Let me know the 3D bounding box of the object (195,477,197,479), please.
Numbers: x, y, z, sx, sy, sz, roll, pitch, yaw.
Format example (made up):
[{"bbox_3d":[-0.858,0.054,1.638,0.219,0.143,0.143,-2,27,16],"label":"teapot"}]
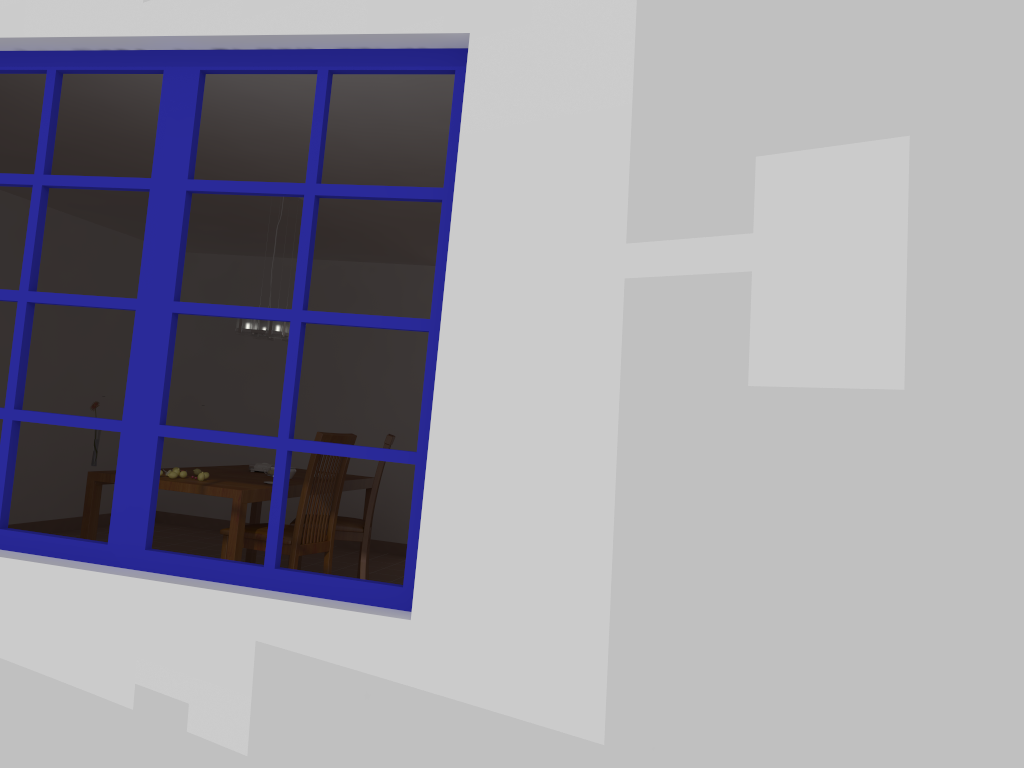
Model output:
[{"bbox_3d":[-1.704,0.507,4.779,0.014,0.012,0.014,5,-3,18],"label":"object"}]

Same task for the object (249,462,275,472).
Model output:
[{"bbox_3d":[-1.591,0.538,5.715,0.176,0.062,0.195,6,-3,-1],"label":"object"}]

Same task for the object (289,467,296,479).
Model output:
[{"bbox_3d":[-1.364,0.537,5.402,0.096,0.079,0.096,5,-3,9],"label":"object"}]

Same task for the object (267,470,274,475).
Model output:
[{"bbox_3d":[-1.478,0.546,5.470,0.060,0.033,0.048,5,-3,13],"label":"object"}]

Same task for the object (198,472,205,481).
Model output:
[{"bbox_3d":[-1.656,0.494,4.729,0.038,0.053,0.039,8,-4,-41],"label":"object"}]

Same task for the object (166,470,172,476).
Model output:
[{"bbox_3d":[-1.853,0.482,4.796,0.033,0.036,0.039,8,-3,-39],"label":"object"}]

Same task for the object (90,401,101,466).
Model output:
[{"bbox_3d":[-2.357,0.278,4.998,0.085,0.365,0.050,5,-3,11],"label":"object"}]

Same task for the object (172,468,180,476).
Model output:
[{"bbox_3d":[-1.806,0.476,4.765,0.039,0.049,0.039,4,-3,21],"label":"object"}]

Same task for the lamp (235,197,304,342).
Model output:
[{"bbox_3d":[-1.437,-0.734,5.451,0.304,0.919,0.304,5,-3,14],"label":"lamp"}]

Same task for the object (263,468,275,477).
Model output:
[{"bbox_3d":[-1.471,0.549,5.493,0.151,0.041,0.151,7,-3,-26],"label":"object"}]

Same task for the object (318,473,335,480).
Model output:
[{"bbox_3d":[-1.172,0.585,5.574,0.136,0.036,0.136,7,-3,-28],"label":"object"}]

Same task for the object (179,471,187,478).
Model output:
[{"bbox_3d":[-1.773,0.489,4.784,0.041,0.039,0.044,7,-3,-23],"label":"object"}]

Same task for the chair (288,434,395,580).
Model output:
[{"bbox_3d":[-1.074,0.823,5.582,0.574,1.063,0.444,6,-3,-6],"label":"chair"}]

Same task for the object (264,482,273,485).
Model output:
[{"bbox_3d":[-1.331,0.555,4.953,0.108,0.008,0.108,7,-3,-22],"label":"object"}]

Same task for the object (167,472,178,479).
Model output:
[{"bbox_3d":[-1.787,0.482,4.676,0.043,0.038,0.043,5,-3,3],"label":"object"}]

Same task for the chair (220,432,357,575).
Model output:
[{"bbox_3d":[-1.234,0.776,4.905,0.574,1.063,0.444,4,-3,23],"label":"chair"}]

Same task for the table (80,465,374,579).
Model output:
[{"bbox_3d":[-1.618,0.924,5.402,0.900,0.740,1.800,5,-3,14],"label":"table"}]

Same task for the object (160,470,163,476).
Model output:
[{"bbox_3d":[-1.882,0.475,4.718,0.043,0.038,0.043,5,-3,3],"label":"object"}]

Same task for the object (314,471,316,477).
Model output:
[{"bbox_3d":[-1.270,0.581,5.710,0.065,0.037,0.065,4,-3,27],"label":"object"}]

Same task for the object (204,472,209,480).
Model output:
[{"bbox_3d":[-1.668,0.499,4.821,0.042,0.041,0.041,6,-3,-12],"label":"object"}]

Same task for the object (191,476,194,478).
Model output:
[{"bbox_3d":[-1.733,0.505,4.813,0.012,0.014,0.014,5,-3,2],"label":"object"}]

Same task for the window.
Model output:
[{"bbox_3d":[-0.973,-0.213,2.435,1.699,1.430,0.035,5,-3,14],"label":"window"}]

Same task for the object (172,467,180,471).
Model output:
[{"bbox_3d":[-1.850,0.476,4.885,0.042,0.038,0.043,6,-3,-10],"label":"object"}]

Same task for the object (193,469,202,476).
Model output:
[{"bbox_3d":[-1.773,0.498,5.002,0.042,0.041,0.041,6,-3,-1],"label":"object"}]

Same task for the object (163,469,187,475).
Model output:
[{"bbox_3d":[-1.852,0.487,4.868,0.091,0.032,0.092,5,-3,14],"label":"object"}]
